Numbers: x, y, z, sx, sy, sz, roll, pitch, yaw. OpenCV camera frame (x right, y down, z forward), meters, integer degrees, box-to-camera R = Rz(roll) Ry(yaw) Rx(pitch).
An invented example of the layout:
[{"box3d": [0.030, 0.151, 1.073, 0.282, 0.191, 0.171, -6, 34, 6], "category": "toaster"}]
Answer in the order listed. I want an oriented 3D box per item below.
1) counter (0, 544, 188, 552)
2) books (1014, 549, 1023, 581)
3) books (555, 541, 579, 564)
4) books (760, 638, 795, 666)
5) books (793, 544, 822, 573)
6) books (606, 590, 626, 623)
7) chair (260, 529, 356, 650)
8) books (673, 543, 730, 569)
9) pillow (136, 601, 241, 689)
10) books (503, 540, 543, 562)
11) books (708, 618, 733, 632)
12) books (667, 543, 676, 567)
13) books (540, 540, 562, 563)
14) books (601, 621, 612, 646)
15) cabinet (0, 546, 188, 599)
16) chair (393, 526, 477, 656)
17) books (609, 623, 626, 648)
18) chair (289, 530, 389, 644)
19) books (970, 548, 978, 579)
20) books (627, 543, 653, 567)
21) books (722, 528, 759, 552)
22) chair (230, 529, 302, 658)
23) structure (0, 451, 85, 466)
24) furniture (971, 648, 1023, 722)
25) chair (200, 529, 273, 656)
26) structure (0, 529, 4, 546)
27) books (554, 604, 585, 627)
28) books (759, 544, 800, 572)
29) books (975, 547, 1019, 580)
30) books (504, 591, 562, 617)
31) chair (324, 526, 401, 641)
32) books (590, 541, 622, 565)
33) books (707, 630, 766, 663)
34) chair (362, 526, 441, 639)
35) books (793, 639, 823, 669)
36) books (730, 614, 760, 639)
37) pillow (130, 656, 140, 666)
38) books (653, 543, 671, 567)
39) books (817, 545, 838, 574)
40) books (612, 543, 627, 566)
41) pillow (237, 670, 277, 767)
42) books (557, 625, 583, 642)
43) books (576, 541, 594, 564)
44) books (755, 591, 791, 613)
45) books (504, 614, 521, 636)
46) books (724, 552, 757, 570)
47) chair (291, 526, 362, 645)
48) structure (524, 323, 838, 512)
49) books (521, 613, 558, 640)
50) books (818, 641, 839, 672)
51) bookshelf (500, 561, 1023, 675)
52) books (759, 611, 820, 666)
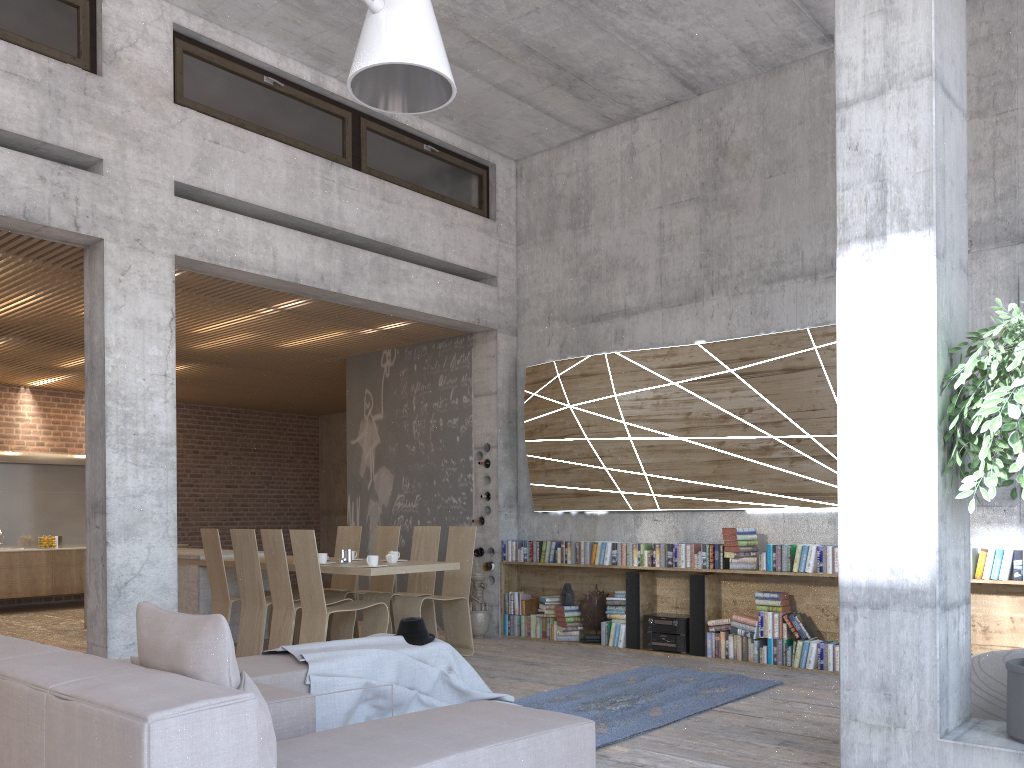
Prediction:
[{"box3d": [-6.719, 2.369, 12.593, 0.656, 0.020, 4.099, -8, -11, 40], "category": "counter"}, {"box3d": [3.619, 1.273, 6.147, 0.156, 0.220, 0.155, -3, -4, 41], "category": "books"}, {"box3d": [0.597, 1.690, 8.809, 0.279, 0.219, 0.210, -5, -6, 39], "category": "books"}, {"box3d": [2.228, 2.241, 7.376, 0.227, 0.219, 0.215, -4, -6, 41], "category": "books"}, {"box3d": [2.425, 1.428, 7.185, 0.200, 0.227, 0.190, -4, -5, 41], "category": "books"}, {"box3d": [1.055, 2.143, 8.446, 0.252, 0.321, 0.219, -3, -4, 43], "category": "books"}, {"box3d": [-1.741, 1.836, 7.529, 0.723, 1.189, 0.350, 2, -2, -44], "category": "chair"}, {"box3d": [1.698, 1.540, 7.846, 0.492, 0.219, 0.215, -7, -7, 41], "category": "books"}, {"box3d": [-1.059, 1.010, 2.916, 0.566, 0.554, 0.221, -4, -4, 43], "category": "pillow"}, {"box3d": [0.140, 1.753, 9.202, 0.492, 0.219, 0.215, -7, -7, 41], "category": "books"}, {"box3d": [1.869, 2.115, 7.706, 0.235, 0.139, 0.192, -6, -8, 42], "category": "books"}, {"box3d": [1.492, 1.574, 8.051, 0.055, 0.220, 0.190, -1, -3, 41], "category": "books"}, {"box3d": [0.417, 1.716, 8.978, 0.200, 0.227, 0.190, -4, -5, 41], "category": "books"}, {"box3d": [0.946, 2.421, 8.527, 0.074, 0.220, 0.205, -1, -3, 41], "category": "books"}, {"box3d": [-6.882, 2.022, 12.732, 1.079, 2.059, 4.136, -2, -6, 41], "category": "cabinet"}, {"box3d": [-0.691, 1.893, 7.965, 0.349, 1.189, 0.723, -1, -2, 41], "category": "chair"}, {"box3d": [1.053, 2.403, 8.413, 0.200, 0.227, 0.190, -4, -5, 41], "category": "books"}, {"box3d": [-1.400, 1.776, 7.149, 0.350, 1.189, 0.723, -1, -2, 44], "category": "chair"}, {"box3d": [3.305, 1.310, 6.422, 0.156, 0.219, 0.190, -3, -4, 41], "category": "books"}, {"box3d": [1.223, 1.605, 8.233, 0.278, 0.219, 0.171, -5, -6, 42], "category": "books"}, {"box3d": [1.966, 1.343, 7.558, 0.246, 0.209, 0.190, 2, -5, -28], "category": "books"}, {"box3d": [-2.112, 1.890, 7.873, 0.349, 1.189, 0.724, -1, -2, 38], "category": "chair"}, {"box3d": [-6.898, 1.086, 12.738, 0.209, 0.156, 4.099, -5, -9, 40], "category": "structure"}, {"box3d": [3.005, 1.726, 4.633, 1.793, 0.806, 1.645, 1, -7, -11], "category": "furniture"}, {"box3d": [-2.490, 1.944, 8.211, 0.723, 1.189, 0.350, 2, -2, -44], "category": "chair"}, {"box3d": [-7.187, 2.250, 12.328, 0.249, 0.474, 0.115, -2, -1, 41], "category": "structure"}, {"box3d": [0.579, 2.317, 8.769, 0.246, 0.209, 0.190, 2, -5, -28], "category": "books"}, {"box3d": [2.240, 1.456, 7.359, 0.279, 0.219, 0.210, -5, -6, 39], "category": "books"}, {"box3d": [3.469, 1.287, 6.279, 0.250, 0.227, 0.190, -4, -5, 41], "category": "books"}, {"box3d": [0.253, 2.300, 9.131, 0.301, 0.260, 0.720, 4, -9, -44], "category": "books"}, {"box3d": [-1.477, 1.995, 8.605, 0.349, 1.189, 0.723, -1, -2, 41], "category": "chair"}, {"box3d": [0.908, 1.640, 8.505, 0.250, 0.227, 0.190, -4, -5, 41], "category": "books"}, {"box3d": [1.964, 2.276, 7.648, 0.497, 0.236, 0.243, -6, -7, 41], "category": "books"}, {"box3d": [-1.041, 1.951, 8.334, 0.349, 1.189, 0.724, -1, -2, 37], "category": "chair"}, {"box3d": [2.431, 2.211, 7.185, 0.200, 0.227, 0.190, -4, -5, 41], "category": "books"}, {"box3d": [2.010, 2.073, 7.504, 0.245, 0.191, 0.155, -5, -6, 41], "category": "books"}, {"box3d": [-1.185, 1.151, 3.164, 0.377, 0.371, 0.170, -2, -2, 14], "category": "pillow"}, {"box3d": [1.418, 1.587, 8.125, 0.156, 0.219, 0.205, -3, -5, 41], "category": "books"}, {"box3d": [2.700, 1.399, 6.975, 0.492, 0.219, 0.215, -7, -7, 41], "category": "books"}, {"box3d": [1.058, 1.627, 8.373, 0.156, 0.220, 0.155, -3, -4, 41], "category": "books"}, {"box3d": [-0.816, 1.110, 2.747, 0.151, 0.374, 0.372, 0, -4, -16], "category": "pillow"}, {"box3d": [0.577, 2.494, 8.781, 0.261, 0.150, 0.250, 0, -6, -3], "category": "books"}, {"box3d": [0.744, 1.663, 8.648, 0.156, 0.219, 0.190, -3, -4, 41], "category": "books"}, {"box3d": [2.208, 1.845, 7.424, 0.240, 0.160, 0.190, -6, -7, 41], "category": "books"}, {"box3d": [0.028, 2.547, 9.296, 0.274, 0.219, 0.205, -5, -6, 41], "category": "books"}, {"box3d": [1.979, 1.521, 7.555, 0.284, 0.149, 0.223, 0, -6, -2], "category": "books"}, {"box3d": [-1.898, 2.041, 8.891, 0.349, 1.189, 0.724, -1, -2, 35], "category": "chair"}, {"box3d": [1.445, 0.405, 8.083, 3.429, 1.526, 0.359, -7, -4, 41], "category": "structure"}, {"box3d": [0.336, 2.500, 9.066, 0.497, 0.236, 0.243, -6, -7, 41], "category": "books"}, {"box3d": [2.683, 2.187, 7.004, 0.419, 0.219, 0.205, -6, -7, 41], "category": "books"}, {"box3d": [1.987, 2.016, 7.650, 5.349, 0.799, 0.303, -8, -6, 41], "category": "bookshelf"}, {"box3d": [2.308, 2.127, 7.322, 0.453, 0.446, 0.215, -4, -4, 41], "category": "books"}]
